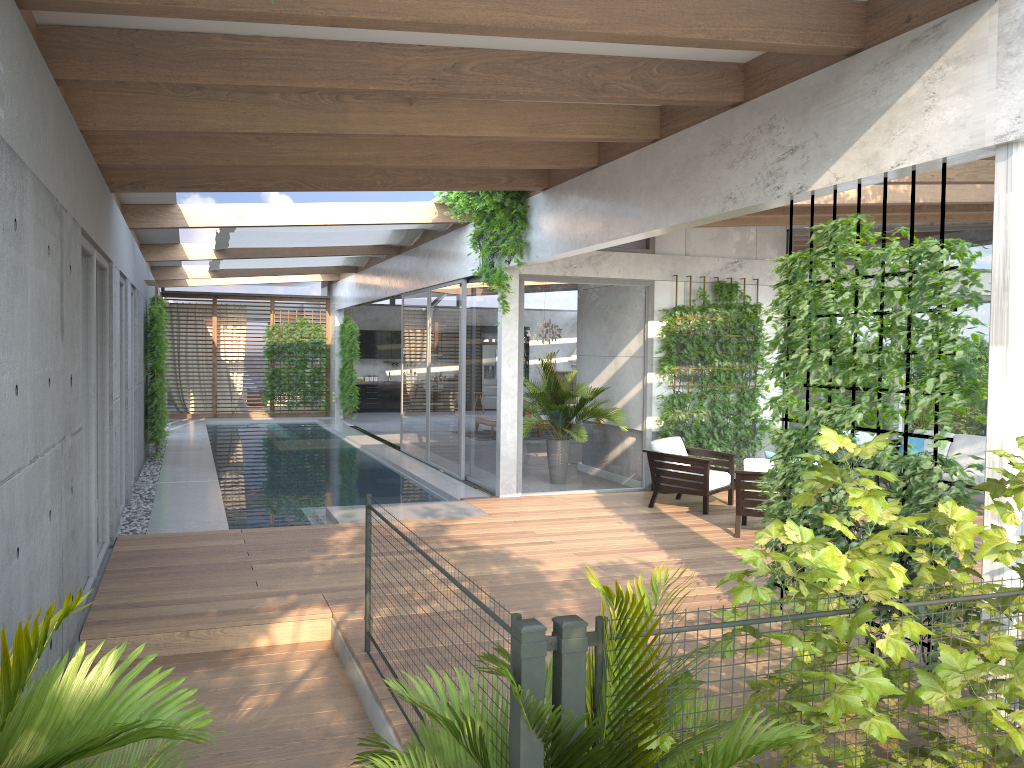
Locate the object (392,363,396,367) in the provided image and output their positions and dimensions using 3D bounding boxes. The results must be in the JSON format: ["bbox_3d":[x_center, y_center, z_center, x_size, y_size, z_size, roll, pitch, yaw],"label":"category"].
[{"bbox_3d":[-3.378,-0.558,25.372,0.117,0.139,0.093,0,2,-18],"label":"object"}]

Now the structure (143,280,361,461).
[{"bbox_3d":[-4.798,-0.372,18.075,2.739,2.687,10.282,1,2,-3],"label":"structure"}]

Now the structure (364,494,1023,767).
[{"bbox_3d":[6.478,1.084,12.115,15.587,3.022,31.708,2,2,21],"label":"structure"}]

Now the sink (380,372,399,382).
[{"bbox_3d":[-3.427,-0.089,25.119,0.526,0.514,0.514,0,2,-20],"label":"sink"}]

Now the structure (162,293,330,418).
[{"bbox_3d":[-6.798,-0.693,22.476,4.313,3.079,0.085,0,2,-20],"label":"structure"}]

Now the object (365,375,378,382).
[{"bbox_3d":[-3.992,-0.167,25.132,0.405,0.200,0.147,0,2,-19],"label":"object"}]

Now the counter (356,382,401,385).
[{"bbox_3d":[-3.240,-0.028,25.189,3.805,0.061,0.607,0,2,-20],"label":"counter"}]

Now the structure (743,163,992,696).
[{"bbox_3d":[1.951,0.199,5.045,0.500,2.687,1.807,0,2,-19],"label":"structure"}]

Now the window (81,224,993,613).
[{"bbox_3d":[-0.067,-0.801,18.804,14.294,3.764,23.280,0,2,-20],"label":"window"}]

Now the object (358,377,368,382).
[{"bbox_3d":[-4.271,-0.126,24.828,0.381,0.134,0.590,-1,2,-32],"label":"object"}]

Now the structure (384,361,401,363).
[{"bbox_3d":[-3.198,-0.620,25.450,0.932,0.046,0.081,0,2,-20],"label":"structure"}]

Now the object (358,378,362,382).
[{"bbox_3d":[-4.238,-0.111,24.653,0.090,0.087,0.086,-1,3,-43],"label":"object"}]

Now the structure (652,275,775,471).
[{"bbox_3d":[2.614,-0.035,11.365,1.851,2.669,0.500,0,2,-19],"label":"structure"}]

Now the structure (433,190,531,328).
[{"bbox_3d":[-0.352,-1.661,10.211,0.918,2.054,1.822,0,2,-23],"label":"structure"}]

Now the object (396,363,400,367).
[{"bbox_3d":[-3.272,-0.558,25.401,0.117,0.139,0.093,1,2,-3],"label":"object"}]

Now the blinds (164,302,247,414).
[{"bbox_3d":[-7.764,-0.620,22.502,2.087,2.898,0.692,0,2,-16],"label":"blinds"}]

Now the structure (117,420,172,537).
[{"bbox_3d":[-5.916,1.150,14.518,0.477,0.068,13.673,0,2,-20],"label":"structure"}]

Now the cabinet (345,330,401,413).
[{"bbox_3d":[-2.261,-0.460,25.552,5.901,2.502,0.709,0,2,-22],"label":"cabinet"}]
